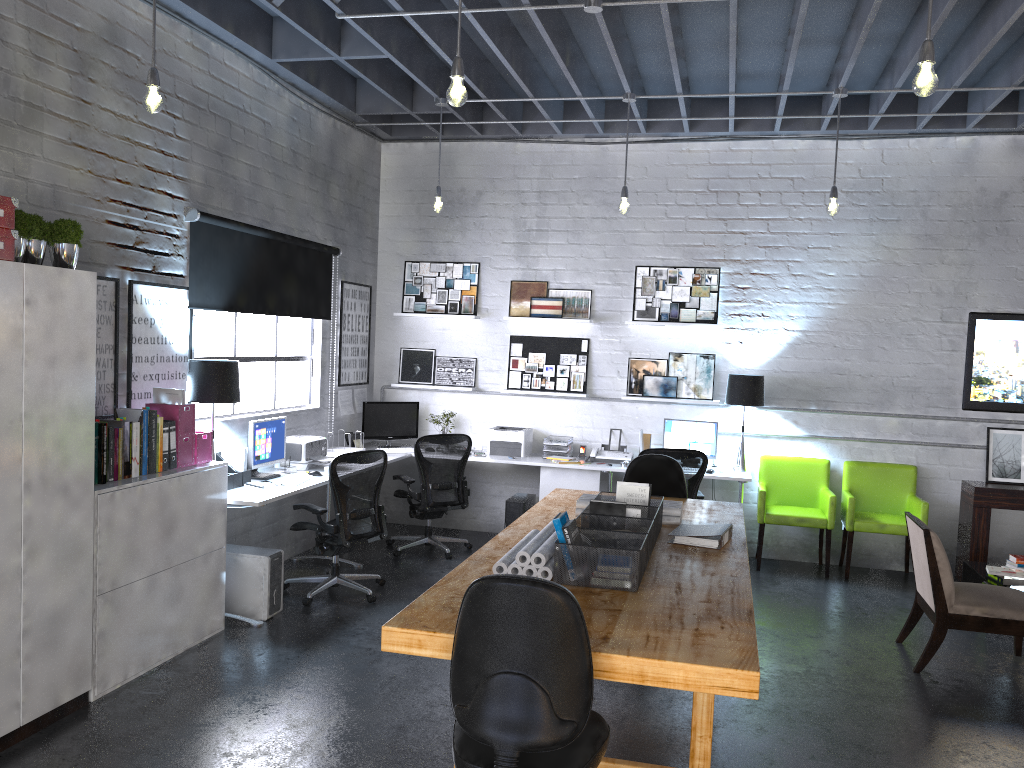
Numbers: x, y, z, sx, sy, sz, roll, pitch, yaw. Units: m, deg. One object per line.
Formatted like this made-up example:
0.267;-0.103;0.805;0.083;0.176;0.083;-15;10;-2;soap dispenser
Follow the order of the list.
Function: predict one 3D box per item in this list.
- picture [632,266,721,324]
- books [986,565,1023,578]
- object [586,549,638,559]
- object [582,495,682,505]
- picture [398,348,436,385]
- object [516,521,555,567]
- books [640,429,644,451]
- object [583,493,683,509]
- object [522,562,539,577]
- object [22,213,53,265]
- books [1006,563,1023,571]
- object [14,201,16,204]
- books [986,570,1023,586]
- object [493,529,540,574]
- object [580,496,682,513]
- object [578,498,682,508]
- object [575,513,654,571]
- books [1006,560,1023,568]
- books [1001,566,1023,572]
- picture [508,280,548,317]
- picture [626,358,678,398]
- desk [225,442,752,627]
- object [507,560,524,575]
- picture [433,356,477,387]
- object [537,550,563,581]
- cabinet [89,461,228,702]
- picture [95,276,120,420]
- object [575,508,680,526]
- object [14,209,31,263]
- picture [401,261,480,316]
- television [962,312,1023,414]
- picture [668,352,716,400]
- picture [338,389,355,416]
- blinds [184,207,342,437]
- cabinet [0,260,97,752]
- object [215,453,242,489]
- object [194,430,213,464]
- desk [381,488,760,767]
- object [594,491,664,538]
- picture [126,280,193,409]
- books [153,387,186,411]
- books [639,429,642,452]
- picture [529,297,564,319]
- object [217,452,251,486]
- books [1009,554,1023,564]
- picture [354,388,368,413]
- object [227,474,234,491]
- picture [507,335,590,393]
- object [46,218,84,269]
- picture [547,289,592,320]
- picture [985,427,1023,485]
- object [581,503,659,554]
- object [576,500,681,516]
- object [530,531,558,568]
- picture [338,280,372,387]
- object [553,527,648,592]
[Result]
1.457;-0.792;7.877;0.749;0.504;0.058;3;4;13;picture
3.433;1.308;6.173;0.223;0.027;0.161;4;3;23;books
0.403;0.682;3.655;0.234;0.022;0.185;3;3;7;object
0.617;0.619;4.593;0.519;0.047;0.046;3;3;13;object
-0.911;-0.171;8.493;0.355;0.343;0.042;3;4;13;picture
0.116;0.639;3.598;0.057;0.057;0.635;3;3;14;object
1.155;0.556;7.844;0.043;0.296;0.210;3;3;14;books
0.629;0.617;4.639;0.519;0.047;0.046;3;3;13;object
0.140;0.689;3.595;0.057;0.058;0.635;3;3;14;object
-2.125;-0.637;3.916;0.169;0.240;0.171;0;4;-37;object
3.715;1.325;6.394;0.161;0.026;0.223;2;3;-17;books
-2.032;-0.743;3.629;0.002;0.011;0.012;3;3;14;object
3.434;1.346;6.152;0.174;0.045;0.240;3;3;3;books
0.030;0.683;3.621;0.057;0.058;0.635;3;3;14;object
0.607;0.620;4.549;0.519;0.047;0.046;3;3;13;object
0.596;0.622;4.504;0.519;0.047;0.046;3;3;13;object
0.411;0.648;3.653;0.316;0.156;0.306;3;3;13;object
3.707;1.299;6.398;0.208;0.024;0.144;2;3;-1;books
3.689;1.351;6.407;0.223;0.032;0.161;2;3;-6;books
0.151;-0.782;8.203;0.355;0.343;0.042;3;4;13;picture
1.261;-0.055;7.960;0.452;0.345;0.054;3;4;13;picture
-0.040;1.104;6.673;3.574;0.786;3.296;3;3;13;desk
0.085;0.686;3.608;0.058;0.057;0.635;3;3;14;object
-0.539;-0.118;8.403;0.410;0.277;0.036;3;4;13;picture
0.196;0.692;3.581;0.058;0.057;0.635;3;3;14;object
-2.078;0.984;4.832;0.465;1.022;1.150;3;3;14;cabinet
-2.279;-0.188;4.667;0.020;0.781;0.606;3;3;14;picture
0.577;0.664;4.438;0.519;0.047;0.047;3;3;13;object
-2.134;-0.631;3.766;0.169;0.240;0.171;5;4;43;object
-0.678;-0.906;8.389;0.749;0.504;0.058;3;4;13;picture
4.395;-0.154;7.189;1.324;0.817;0.021;3;4;13;television
1.591;-0.070;7.888;0.410;0.409;0.047;3;4;13;picture
-1.490;0.166;7.992;0.036;0.221;0.289;3;3;14;picture
-1.773;-0.321;6.569;0.100;1.633;2.118;3;3;14;blinds
-2.205;0.513;3.771;0.291;2.049;0.872;3;4;14;cabinet
-1.885;0.568;5.803;0.209;0.208;0.104;3;3;14;object
-1.915;0.371;5.254;0.214;0.177;0.161;3;3;14;object
0.457;1.178;3.973;1.115;0.927;2.830;3;3;14;desk
0.556;0.627;4.251;0.316;0.156;0.306;3;3;13;object
-2.114;-0.212;5.348;0.020;0.781;0.606;3;3;14;picture
-1.949;0.156;5.049;0.192;0.268;0.060;3;4;13;books
1.145;0.556;7.842;0.036;0.296;0.210;3;3;14;books
0.317;-0.699;8.148;0.311;0.196;0.029;3;4;13;picture
-1.860;0.563;5.916;0.209;0.208;0.104;3;3;13;object
3.705;1.267;6.389;0.185;0.041;0.128;3;3;8;books
-1.408;0.154;8.330;0.036;0.221;0.289;3;3;14;picture
-1.911;0.571;5.701;0.209;0.208;0.104;3;3;14;object
0.331;-0.184;8.183;0.749;0.504;0.058;3;4;13;picture
-2.045;-0.640;4.049;0.169;0.240;0.171;3;3;13;object
0.522;-0.729;8.113;0.410;0.277;0.036;3;4;13;picture
4.071;0.592;7.292;0.308;0.457;0.092;3;4;13;picture
0.483;0.638;3.952;0.316;0.156;0.306;3;3;13;object
0.583;0.624;4.450;0.519;0.047;0.046;3;3;11;object
0.171;0.642;3.585;0.057;0.057;0.635;3;3;14;object
-1.433;-0.453;8.118;0.020;0.936;0.658;3;3;14;picture
0.338;0.659;3.355;0.316;0.156;0.306;3;3;13;object
